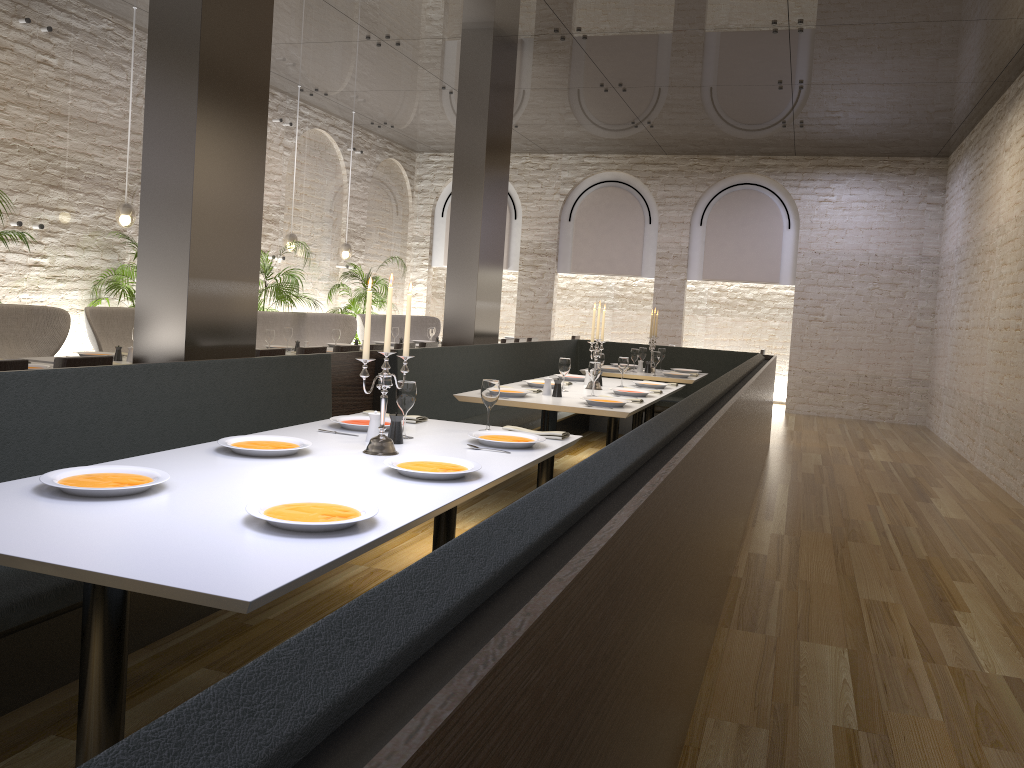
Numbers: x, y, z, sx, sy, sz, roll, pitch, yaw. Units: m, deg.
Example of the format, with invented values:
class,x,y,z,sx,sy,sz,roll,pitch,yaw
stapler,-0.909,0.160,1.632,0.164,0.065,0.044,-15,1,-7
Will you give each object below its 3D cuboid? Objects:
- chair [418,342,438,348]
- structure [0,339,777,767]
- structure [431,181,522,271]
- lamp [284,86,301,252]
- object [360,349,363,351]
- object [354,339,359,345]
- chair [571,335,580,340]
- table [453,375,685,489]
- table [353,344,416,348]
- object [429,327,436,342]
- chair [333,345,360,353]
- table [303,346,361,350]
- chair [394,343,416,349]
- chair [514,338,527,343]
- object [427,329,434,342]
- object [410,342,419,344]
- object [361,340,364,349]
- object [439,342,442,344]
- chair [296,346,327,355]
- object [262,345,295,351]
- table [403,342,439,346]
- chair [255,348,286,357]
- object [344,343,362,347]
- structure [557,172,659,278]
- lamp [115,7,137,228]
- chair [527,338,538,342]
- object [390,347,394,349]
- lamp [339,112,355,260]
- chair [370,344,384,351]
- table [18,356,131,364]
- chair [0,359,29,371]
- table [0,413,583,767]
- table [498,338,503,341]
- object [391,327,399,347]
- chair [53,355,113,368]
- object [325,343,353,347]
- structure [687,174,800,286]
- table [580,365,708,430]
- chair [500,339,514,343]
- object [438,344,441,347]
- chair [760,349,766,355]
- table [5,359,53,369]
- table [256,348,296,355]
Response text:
class,x,y,z,sx,sy,sz,roll,pitch,yaw
chair,-1.112,-0.005,9.238,0.566,0.904,0.412,5,3,18
structure,0.064,0.394,4.981,2.374,0.998,10.763,5,5,18
structure,-0.568,-2.793,15.033,1.635,1.672,0.098,5,3,18
lamp,-2.678,-2.648,10.934,0.177,2.037,0.178,4,3,-3
object,-1.497,-0.343,9.190,0.273,0.033,0.143,5,5,18
object,-1.678,-0.433,9.557,0.059,0.109,0.059,4,3,10
chair,0.846,-0.407,15.362,0.566,0.904,0.412,5,3,18
table,0.529,0.415,6.488,1.101,0.758,2.542,5,5,18
table,-1.310,-0.072,10.695,0.937,0.758,1.012,5,4,18
object,-1.046,-0.625,11.564,0.086,0.230,0.087,1,4,-42
chair,-1.651,0.102,7.600,0.566,0.904,0.412,5,3,18
table,-1.659,-0.002,9.633,0.937,0.758,1.012,5,4,18
chair,-1.290,0.030,8.698,0.566,0.904,0.412,5,3,18
chair,-0.138,-0.197,12.198,0.566,0.904,0.412,5,3,18
object,-1.006,-0.563,10.874,0.086,0.230,0.087,1,4,-42
object,-1.259,-0.536,11.636,0.185,0.010,0.017,5,5,18
object,-1.598,-0.430,9.579,0.059,0.109,0.059,4,3,10
object,-1.074,-0.570,12.128,0.273,0.033,0.143,5,5,18
chair,-1.826,0.136,7.067,0.566,0.904,0.412,5,3,18
object,-2.257,-0.348,8.587,0.321,0.036,0.322,3,5,-4
table,-0.965,-0.140,11.743,0.937,0.758,1.012,5,4,18
chair,-2.012,0.173,6.503,0.566,0.904,0.412,5,3,18
object,-1.768,-0.433,10.018,0.273,0.033,0.143,5,5,18
structure,1.574,-2.591,14.332,1.635,1.672,0.098,5,3,18
lamp,-3.559,-2.474,8.257,0.178,2.037,0.177,6,3,39
chair,0.042,-0.233,12.747,0.566,0.904,0.412,5,3,18
object,-1.383,-0.372,9.530,0.321,0.036,0.322,3,5,-4
lamp,-2.245,-2.733,12.252,0.177,2.037,0.178,4,3,-3
chair,-1.475,0.067,8.136,0.566,0.904,0.412,5,3,18
table,-2.752,0.213,6.312,0.937,0.758,1.012,5,4,18
chair,-2.728,0.315,4.327,0.566,0.904,0.412,5,3,18
table,-0.622,0.642,2.988,1.101,0.758,2.542,5,5,18
table,0.224,-0.393,15.573,0.937,0.758,1.012,5,4,18
object,-1.389,-0.558,10.522,0.086,0.230,0.087,1,4,-42
chair,-2.551,0.280,4.864,0.566,0.904,0.412,5,3,18
object,-1.891,-0.420,9.699,0.321,0.036,0.322,3,5,-4
structure,3.583,-2.401,13.675,1.635,1.672,0.098,5,3,18
table,1.328,0.257,8.916,1.101,0.758,1.190,5,4,18
chair,-0.313,-0.163,11.666,0.566,0.904,0.412,5,3,18
object,-0.803,-0.480,11.299,0.273,0.033,0.143,5,5,18
chair,3.799,-0.128,14.397,0.566,0.904,0.412,5,3,18
table,-3.106,0.283,5.236,0.937,0.758,1.012,5,4,18
table,-2.025,0.070,8.521,0.937,0.758,1.012,5,4,18
